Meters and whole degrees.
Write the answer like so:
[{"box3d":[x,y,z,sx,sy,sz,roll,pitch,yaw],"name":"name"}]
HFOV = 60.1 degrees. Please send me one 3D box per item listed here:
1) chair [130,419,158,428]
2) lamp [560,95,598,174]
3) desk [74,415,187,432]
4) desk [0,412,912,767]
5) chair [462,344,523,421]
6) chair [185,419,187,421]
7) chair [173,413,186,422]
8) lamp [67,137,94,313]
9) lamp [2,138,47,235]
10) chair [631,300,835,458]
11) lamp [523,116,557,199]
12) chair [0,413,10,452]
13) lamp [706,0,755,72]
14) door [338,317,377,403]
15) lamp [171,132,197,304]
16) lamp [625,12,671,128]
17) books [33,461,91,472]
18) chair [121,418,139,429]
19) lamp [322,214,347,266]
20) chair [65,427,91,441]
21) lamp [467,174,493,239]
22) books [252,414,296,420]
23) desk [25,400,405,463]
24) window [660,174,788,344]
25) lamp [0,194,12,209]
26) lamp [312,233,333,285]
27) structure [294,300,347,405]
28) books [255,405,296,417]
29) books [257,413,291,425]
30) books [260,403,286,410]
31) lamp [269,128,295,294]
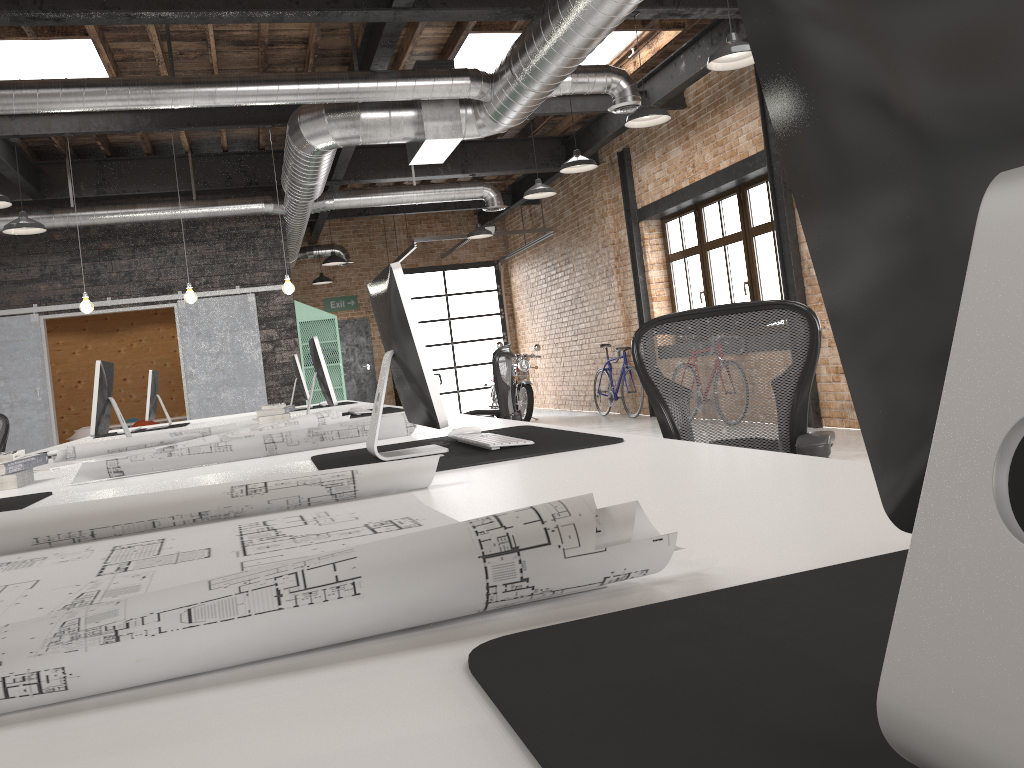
[{"box3d":[-5.019,0.870,12.231,0.619,0.778,0.579,-7,0,-21],"name":"chair"},{"box3d":[0.551,-2.716,8.423,0.362,1.364,0.361,-7,-1,-9],"name":"lamp"},{"box3d":[-5.327,0.904,13.146,2.002,0.732,0.996,-7,1,-16],"name":"desk"},{"box3d":[-0.702,0.652,1.700,2.316,0.770,5.101,-7,2,-16],"name":"desk"},{"box3d":[-0.203,0.321,5.528,0.793,1.086,0.769,-7,0,-7],"name":"chair"},{"box3d":[-4.354,0.783,12.427,0.619,0.778,0.579,-7,0,-21],"name":"chair"},{"box3d":[-5.141,0.826,14.255,0.619,0.778,0.579,-7,0,-21],"name":"chair"},{"box3d":[-4.069,-1.493,8.294,0.124,1.680,0.123,-7,-1,-18],"name":"lamp"},{"box3d":[-4.541,-1.831,8.168,0.362,0.857,0.361,-7,-1,1],"name":"lamp"},{"box3d":[0.659,0.301,2.578,0.770,1.086,0.793,-7,0,8],"name":"chair"},{"box3d":[0.250,-2.458,9.574,0.362,0.857,0.361,-7,-1,1],"name":"lamp"},{"box3d":[-4.336,0.773,7.369,0.790,1.086,0.772,-7,0,23],"name":"chair"},{"box3d":[1.342,-2.733,5.665,0.363,1.364,0.360,-6,-1,-44],"name":"lamp"},{"box3d":[-3.085,-0.164,16.746,1.000,2.101,0.217,-7,-1,-16],"name":"door"},{"box3d":[-3.192,-1.608,8.551,0.124,1.680,0.123,-7,-1,-18],"name":"lamp"},{"box3d":[1.009,-2.474,6.929,0.361,0.857,0.362,-7,-1,6],"name":"lamp"},{"box3d":[-1.947,0.350,3.727,0.243,0.019,0.205,-6,2,21],"name":"books"},{"box3d":[-6.000,0.938,14.003,0.619,0.778,0.579,-7,0,-21],"name":"chair"},{"box3d":[-2.713,-2.442,13.128,0.363,1.340,0.360,-6,-1,-39],"name":"lamp"},{"box3d":[-5.693,0.958,12.034,0.619,0.778,0.579,-7,0,-21],"name":"chair"},{"box3d":[-0.490,-2.442,12.153,0.363,0.857,0.360,-6,-1,-39],"name":"lamp"},{"box3d":[-1.768,0.245,6.576,0.243,0.019,0.205,-6,2,21],"name":"books"},{"box3d":[-2.111,0.681,6.613,2.316,0.770,5.101,-7,2,-16],"name":"desk"},{"box3d":[3.220,-1.366,7.439,0.147,1.692,8.620,-7,1,-16],"name":"window"},{"box3d":[-4.240,-2.090,7.017,0.362,1.364,0.361,-7,-1,-9],"name":"lamp"},{"box3d":[-3.393,-2.427,15.499,0.363,1.340,0.360,-6,-1,-39],"name":"lamp"},{"box3d":[-2.622,-0.089,12.216,0.557,2.102,1.115,-7,-1,-16],"name":"structure"},{"box3d":[-1.561,0.177,5.860,0.193,0.044,0.257,-7,2,1],"name":"books"},{"box3d":[-1.573,0.226,5.838,0.201,0.050,0.271,-7,2,-19],"name":"books"},{"box3d":[-1.580,0.147,5.857,0.153,0.030,0.184,-7,2,-18],"name":"books"},{"box3d":[-2.314,-1.723,8.809,0.124,1.680,0.123,-7,-1,-18],"name":"lamp"}]
